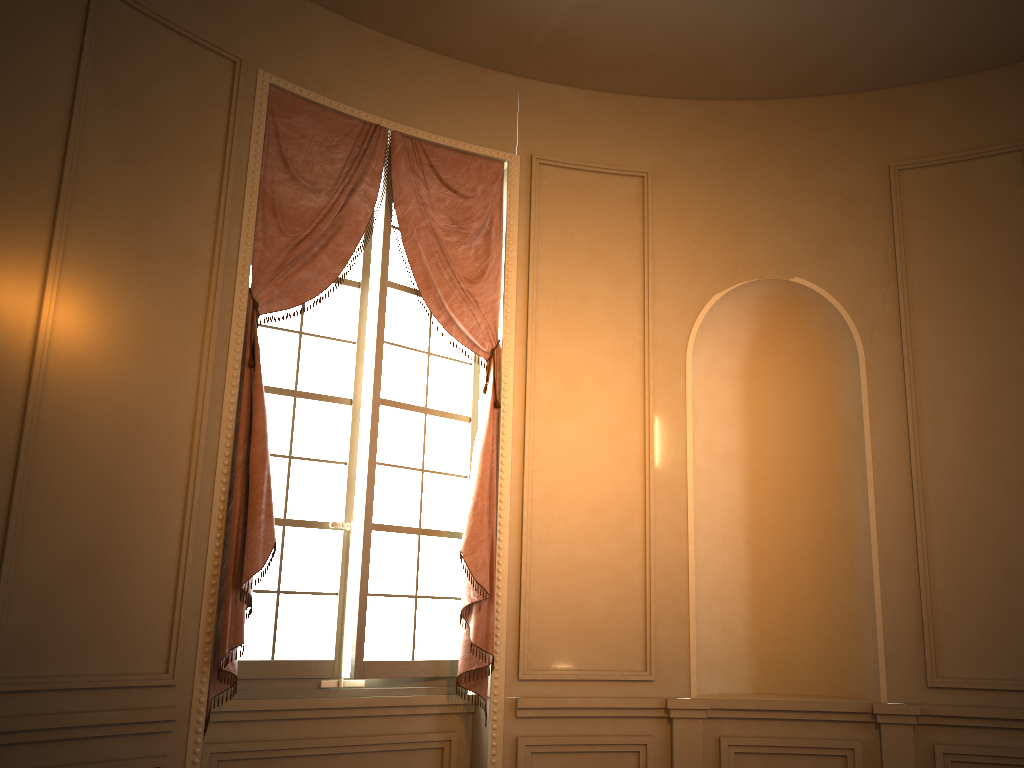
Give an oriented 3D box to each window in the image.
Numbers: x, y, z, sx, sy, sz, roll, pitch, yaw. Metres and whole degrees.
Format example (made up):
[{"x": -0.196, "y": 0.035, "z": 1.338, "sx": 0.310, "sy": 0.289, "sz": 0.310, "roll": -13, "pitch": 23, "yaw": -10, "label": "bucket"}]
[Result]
[{"x": -0.733, "y": 0.080, "z": 4.410, "sx": 1.339, "sy": 2.811, "sz": 0.151, "roll": 10, "pitch": -15, "yaw": -30, "label": "window"}]

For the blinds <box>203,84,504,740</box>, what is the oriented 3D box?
[{"x": -0.615, "y": 0.096, "z": 4.211, "sx": 1.364, "sy": 2.950, "sz": 0.282, "roll": 10, "pitch": -15, "yaw": -31, "label": "blinds"}]
